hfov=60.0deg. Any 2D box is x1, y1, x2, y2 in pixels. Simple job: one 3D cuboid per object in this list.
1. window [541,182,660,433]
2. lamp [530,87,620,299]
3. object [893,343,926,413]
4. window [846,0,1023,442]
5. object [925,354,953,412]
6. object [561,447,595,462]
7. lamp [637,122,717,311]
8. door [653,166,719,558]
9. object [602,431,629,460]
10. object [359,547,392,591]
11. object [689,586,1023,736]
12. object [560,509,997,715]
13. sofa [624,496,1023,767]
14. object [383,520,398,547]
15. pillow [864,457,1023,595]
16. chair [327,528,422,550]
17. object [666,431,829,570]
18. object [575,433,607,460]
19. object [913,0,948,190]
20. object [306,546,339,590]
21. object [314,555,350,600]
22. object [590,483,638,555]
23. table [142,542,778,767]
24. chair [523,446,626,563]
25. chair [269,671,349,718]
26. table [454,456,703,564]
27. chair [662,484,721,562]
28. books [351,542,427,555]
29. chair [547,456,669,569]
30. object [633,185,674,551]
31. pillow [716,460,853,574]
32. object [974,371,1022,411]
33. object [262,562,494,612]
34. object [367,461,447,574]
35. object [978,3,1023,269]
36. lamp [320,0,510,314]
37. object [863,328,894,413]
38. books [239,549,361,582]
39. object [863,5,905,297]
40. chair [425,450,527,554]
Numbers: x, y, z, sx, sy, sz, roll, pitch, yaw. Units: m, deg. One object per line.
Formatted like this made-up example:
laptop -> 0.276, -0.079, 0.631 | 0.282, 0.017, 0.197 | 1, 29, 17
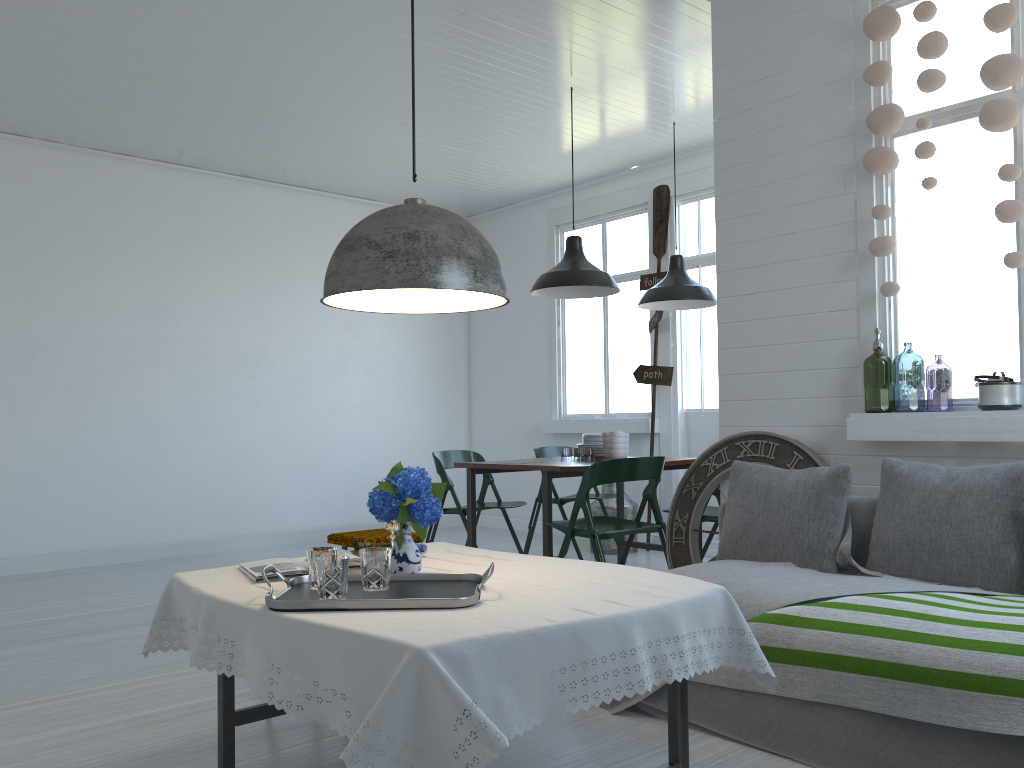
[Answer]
window -> 0.877, -0.705, 8.969 | 0.254, 2.397, 1.483 | 1, -2, -41
lamp -> 0.444, -1.407, 6.411 | 0.650, 1.498, 0.650 | 1, -2, -45
object -> 1.889, -0.029, 4.217 | 0.137, 0.335, 0.137 | 0, -2, -34
window -> 2.208, -0.947, 3.903 | 0.254, 2.397, 1.483 | 1, -2, -41
object -> 1.978, -0.002, 4.106 | 0.111, 0.269, 0.111 | 0, -2, -23
object -> 0.477, 0.505, 6.351 | 0.241, 0.098, 0.172 | 1, -3, -37
lamp -> 1.329, -1.384, 7.190 | 0.650, 1.498, 0.650 | -1, -2, 4
door -> 1.902, -0.222, 7.792 | 0.254, 3.479, 1.610 | 1, -2, -41
object -> 0.729, 0.439, 6.251 | 0.149, 0.216, 0.309 | 0, -2, -9
object -> -0.396, 0.539, 2.579 | 0.095, 0.119, 0.095 | -2, -2, 33
object -> 1.626, 0.988, 3.014 | 1.044, 0.473, 3.165 | 1, -3, -41
object -> 0.981, 0.970, 3.902 | 1.684, 0.924, 1.213 | -1, -2, -1
sofa -> 1.032, 0.891, 2.279 | 3.408, 0.898, 3.396 | 1, -3, -42
object -> -0.425, 0.523, 3.156 | 0.098, 0.191, 0.098 | 0, -2, -21
pillow -> 1.804, 0.571, 3.671 | 0.280, 0.520, 0.641 | 1, -3, -41
chair -> -0.812, 1.166, 5.254 | 0.419, 0.562, 0.419 | 1, -3, -41
object -> 1.255, 0.822, 4.728 | 1.112, 1.137, 0.585 | -2, -2, 34
object -> 0.620, 0.466, 6.587 | 0.300, 0.195, 0.306 | -1, -2, -5
object -> 1.951, -1.447, 4.139 | 0.153, 1.088, 0.150 | -1, -2, -6
object -> -0.556, 0.542, 2.607 | 0.095, 0.119, 0.096 | 0, -2, -17
object -> -0.492, 0.533, 2.427 | 0.095, 0.119, 0.096 | 0, -2, -17
object -> 0.941, 1.192, 8.215 | 0.451, 0.725, 0.451 | -2, -2, 29
table -> -0.243, 0.966, 2.771 | 1.327, 0.724, 1.671 | 1, -3, -40
chair -> 0.527, 1.038, 7.533 | 0.730, 1.006, 0.651 | -2, -2, 39
chair -> -0.772, 1.100, 3.775 | 0.419, 0.562, 0.419 | -1, -2, 19
table -> 0.551, 1.011, 6.434 | 1.695, 0.929, 1.171 | 1, -3, -44
chair -> 1.430, 0.962, 6.113 | 0.730, 1.006, 0.651 | -2, -2, 29
books -> -0.496, 0.613, 3.236 | 0.300, 0.043, 0.229 | -2, -3, 23
chair -> 0.600, 0.941, 5.380 | 0.651, 1.006, 0.730 | 1, -2, -41
object -> 1.344, -0.178, 8.234 | 0.361, 3.419, 0.413 | -1, -2, -9
pillow -> 1.256, 0.628, 4.153 | 0.279, 0.521, 0.639 | 1, -3, -42
object -> 2.154, 0.032, 3.932 | 0.186, 0.174, 0.208 | -2, -2, 29
object -> -0.376, 0.559, 2.519 | 0.651, 0.092, 0.399 | -1, -2, 1
object -> -0.326, 0.429, 2.787 | 0.266, 0.376, 0.236 | 1, -2, -39
object -> 2.166, -1.212, 3.897 | 0.196, 1.426, 0.200 | 0, -2, -31
lamp -> -0.320, -1.282, 2.863 | 0.601, 2.043, 0.601 | -1, -2, 19
object -> 1.783, -0.066, 4.311 | 0.136, 0.415, 0.136 | 1, -2, -44
books -> -0.675, 0.598, 2.983 | 0.422, 0.049, 0.300 | 1, -3, -27
object -> 1.807, -1.118, 4.299 | 0.193, 1.404, 0.197 | -1, -2, 9
chair -> -0.279, 1.017, 6.822 | 0.730, 1.006, 0.651 | -2, -2, 29
